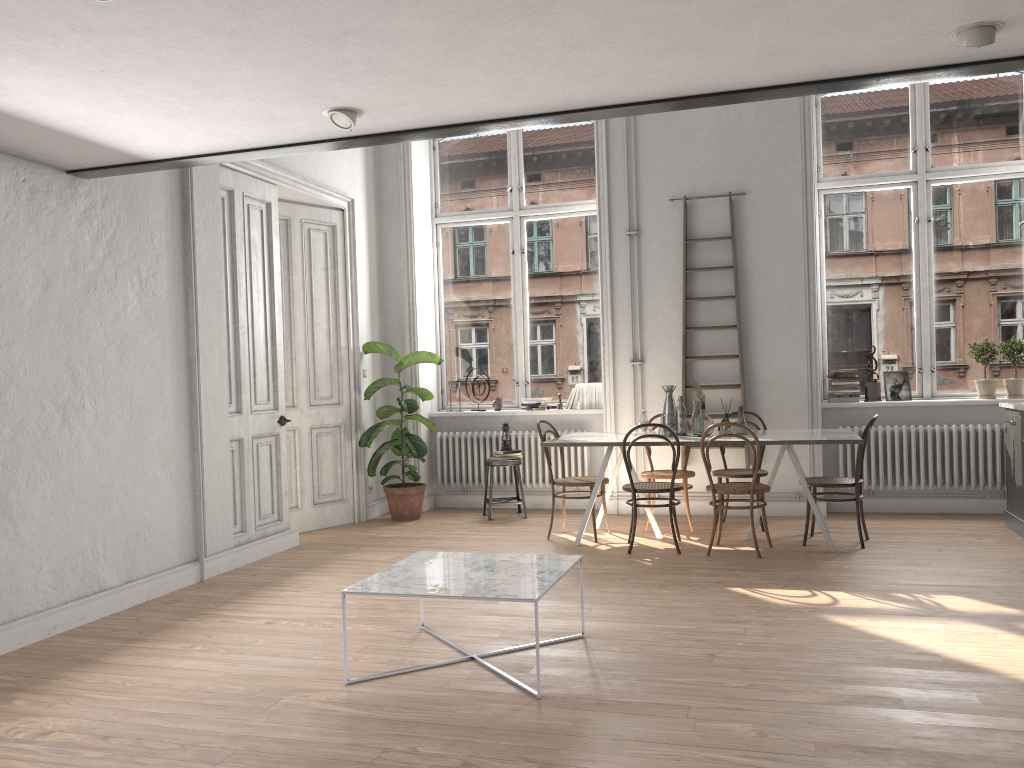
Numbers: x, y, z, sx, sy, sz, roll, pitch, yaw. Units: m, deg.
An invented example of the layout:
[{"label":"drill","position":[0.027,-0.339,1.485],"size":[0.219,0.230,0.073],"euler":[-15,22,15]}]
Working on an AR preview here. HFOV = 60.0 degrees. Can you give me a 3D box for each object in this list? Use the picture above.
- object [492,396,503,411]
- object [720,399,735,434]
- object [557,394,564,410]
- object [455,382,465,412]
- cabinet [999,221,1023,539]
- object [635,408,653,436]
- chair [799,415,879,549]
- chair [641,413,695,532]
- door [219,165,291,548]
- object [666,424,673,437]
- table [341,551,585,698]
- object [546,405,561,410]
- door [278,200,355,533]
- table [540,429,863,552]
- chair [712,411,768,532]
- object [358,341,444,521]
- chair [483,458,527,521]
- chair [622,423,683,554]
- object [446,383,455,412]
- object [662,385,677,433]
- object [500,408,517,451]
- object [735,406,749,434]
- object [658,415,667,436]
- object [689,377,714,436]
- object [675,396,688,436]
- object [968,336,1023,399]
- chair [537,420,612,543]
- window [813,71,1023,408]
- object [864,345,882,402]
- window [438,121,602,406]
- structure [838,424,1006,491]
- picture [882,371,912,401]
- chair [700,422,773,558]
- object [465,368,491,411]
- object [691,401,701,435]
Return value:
[{"label":"object","position":[-0.143,0.190,8.660],"size":[0.100,0.142,0.102],"euler":[-2,1,-9]},{"label":"object","position":[1.614,0.241,6.656],"size":[0.107,0.283,0.106],"euler":[-2,1,12]},{"label":"object","position":[0.460,0.167,8.443],"size":[0.048,0.153,0.088],"euler":[-2,1,-13]},{"label":"object","position":[-0.516,0.129,8.753],"size":[0.095,0.289,0.095],"euler":[-1,1,39]},{"label":"cabinet","position":[3.563,-0.681,5.178],"size":[0.635,3.583,3.250],"euler":[-2,1,17]},{"label":"object","position":[0.999,0.293,6.717],"size":[0.132,0.219,0.132],"euler":[-2,1,6]},{"label":"chair","position":[2.346,0.682,6.367],"size":[0.549,0.921,0.437],"euler":[-1,1,29]},{"label":"chair","position":[1.280,0.710,7.262],"size":[0.438,0.921,0.549],"euler":[-2,1,15]},{"label":"door","position":[-1.967,-0.128,6.418],"size":[0.216,2.814,1.096],"euler":[-2,1,18]},{"label":"object","position":[1.191,0.349,6.695],"size":[0.058,0.094,0.058],"euler":[-1,1,45]},{"label":"table","position":[-0.181,1.043,4.004],"size":[0.849,0.392,0.849],"euler":[-2,1,17]},{"label":"object","position":[0.396,0.220,8.522],"size":[0.153,0.048,0.088],"euler":[-2,1,-34]},{"label":"door","position":[-1.795,-0.143,7.579],"size":[0.216,2.814,1.096],"euler":[-1,1,41]},{"label":"table","position":[1.430,0.779,6.690],"size":[2.200,0.780,1.100],"euler":[-2,1,17]},{"label":"chair","position":[1.851,0.692,7.174],"size":[0.438,0.921,0.549],"euler":[-2,1,24]},{"label":"object","position":[1.358,0.246,7.144],"size":[5.827,1.842,0.792],"euler":[-2,1,22]},{"label":"chair","position":[-0.072,0.945,8.066],"size":[0.364,0.523,0.360],"euler":[-2,1,-10]},{"label":"chair","position":[1.005,0.726,6.363],"size":[0.438,0.921,0.549],"euler":[-2,1,12]},{"label":"object","position":[-0.612,0.131,8.841],"size":[0.095,0.289,0.095],"euler":[-3,1,-42]},{"label":"object","position":[1.227,0.202,6.897],"size":[0.116,0.383,0.116],"euler":[-1,1,28]},{"label":"object","position":[-0.031,0.416,8.109],"size":[0.163,0.383,0.154],"euler":[-2,1,-10]},{"label":"object","position":[1.733,0.272,6.701],"size":[0.101,0.212,0.101],"euler":[-2,1,-34]},{"label":"object","position":[1.159,0.318,6.803],"size":[0.083,0.158,0.083],"euler":[-2,1,12]},{"label":"object","position":[1.427,0.166,6.628],"size":[0.157,0.446,0.157],"euler":[-1,1,35]},{"label":"object","position":[1.291,0.241,6.763],"size":[0.086,0.301,0.086],"euler":[-2,1,2]},{"label":"object","position":[4.073,-0.138,7.423],"size":[0.500,0.524,0.234],"euler":[-2,1,6]},{"label":"chair","position":[0.487,0.738,6.945],"size":[0.549,0.921,0.438],"euler":[-1,1,25]},{"label":"window","position":[10.314,-5.901,8.715],"size":[14.386,15.937,26.393],"euler":[-2,1,17]},{"label":"object","position":[3.130,-0.092,7.702],"size":[0.122,0.488,0.102],"euler":[-1,1,41]},{"label":"window","position":[0.070,-1.216,8.763],"size":[1.622,2.843,0.013],"euler":[-2,1,17]},{"label":"structure","position":[3.515,0.614,7.437],"size":[1.577,0.552,0.194],"euler":[-2,1,17]},{"label":"picture","position":[3.326,0.021,7.690],"size":[0.221,0.264,0.149],"euler":[-2,1,0]},{"label":"chair","position":[1.556,0.709,6.162],"size":[0.438,0.921,0.549],"euler":[-1,1,28]},{"label":"object","position":[-0.331,0.055,8.717],"size":[0.087,0.425,0.347],"euler":[-3,1,-41]},{"label":"object","position":[1.421,0.260,6.800],"size":[0.098,0.255,0.100],"euler":[-2,1,-7]}]
